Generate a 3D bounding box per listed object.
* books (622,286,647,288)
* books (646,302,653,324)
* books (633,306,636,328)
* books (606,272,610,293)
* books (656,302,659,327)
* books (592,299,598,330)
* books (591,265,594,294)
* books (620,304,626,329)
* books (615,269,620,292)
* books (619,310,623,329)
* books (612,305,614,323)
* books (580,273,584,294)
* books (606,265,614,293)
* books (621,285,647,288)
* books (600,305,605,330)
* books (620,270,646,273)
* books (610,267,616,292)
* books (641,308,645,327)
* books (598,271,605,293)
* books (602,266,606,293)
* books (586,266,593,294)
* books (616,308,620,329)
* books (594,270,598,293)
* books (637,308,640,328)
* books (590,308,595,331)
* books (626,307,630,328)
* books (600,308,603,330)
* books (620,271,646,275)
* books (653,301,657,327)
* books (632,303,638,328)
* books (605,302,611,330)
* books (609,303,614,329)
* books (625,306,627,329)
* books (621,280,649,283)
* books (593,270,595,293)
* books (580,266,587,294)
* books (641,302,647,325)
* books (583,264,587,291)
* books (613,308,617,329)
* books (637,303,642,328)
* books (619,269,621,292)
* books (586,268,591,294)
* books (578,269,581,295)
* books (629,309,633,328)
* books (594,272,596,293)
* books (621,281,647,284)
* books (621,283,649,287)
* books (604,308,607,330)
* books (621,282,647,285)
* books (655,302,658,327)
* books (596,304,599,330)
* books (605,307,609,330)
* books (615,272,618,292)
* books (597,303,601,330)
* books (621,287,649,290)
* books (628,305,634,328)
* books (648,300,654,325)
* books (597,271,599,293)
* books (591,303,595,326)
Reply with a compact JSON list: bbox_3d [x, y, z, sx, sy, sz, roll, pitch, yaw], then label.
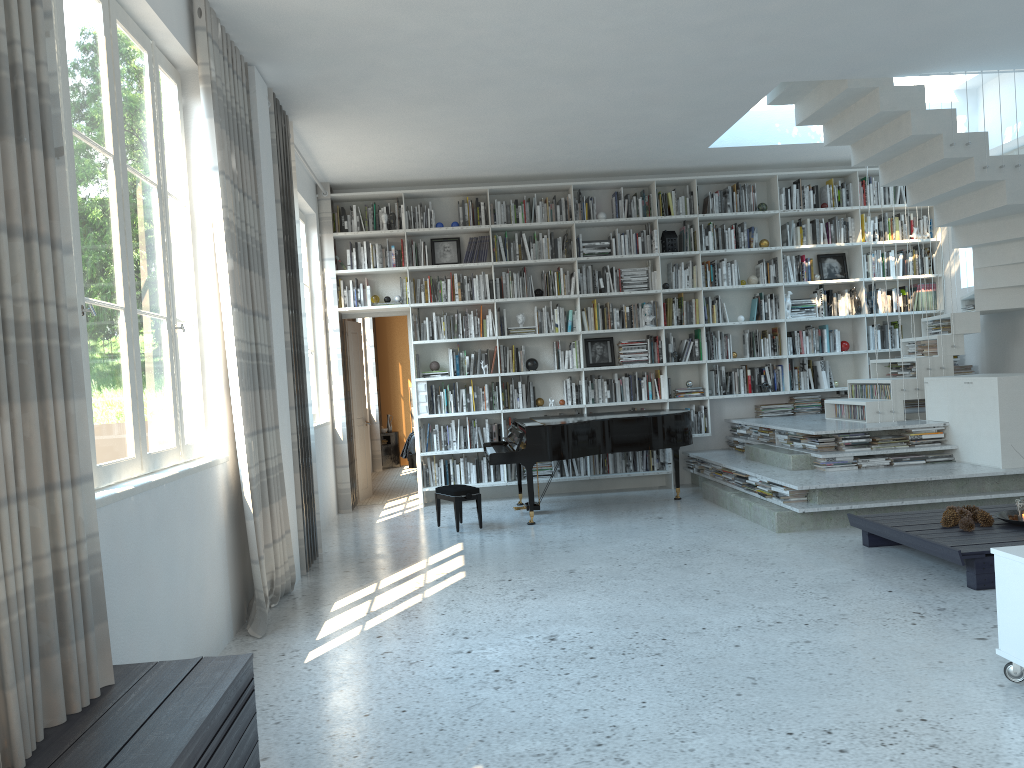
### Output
[{"bbox_3d":[1.247,-0.987,9.102,0.254,0.012,0.161,-4,0,-4],"label":"books"},{"bbox_3d":[1.412,-0.704,9.112,0.025,0.260,0.130,-4,1,-4],"label":"books"},{"bbox_3d":[1.236,-0.678,9.112,0.025,0.230,0.143,-4,1,-4],"label":"books"},{"bbox_3d":[0.970,-1.023,9.072,0.024,0.216,0.148,-4,1,-4],"label":"books"},{"bbox_3d":[1.487,-0.711,9.130,0.023,0.265,0.107,-4,1,-4],"label":"books"},{"bbox_3d":[0.845,-0.696,9.044,0.014,0.317,0.188,-4,1,-4],"label":"books"},{"bbox_3d":[0.813,-1.055,9.060,0.011,0.300,0.179,-4,1,-4],"label":"books"},{"bbox_3d":[1.138,-0.686,9.092,0.014,0.258,0.161,-4,1,-4],"label":"books"},{"bbox_3d":[1.074,-1.044,9.074,0.015,0.245,0.183,-4,1,-4],"label":"books"},{"bbox_3d":[1.107,-0.654,9.100,0.050,0.199,0.145,-4,1,-4],"label":"books"},{"bbox_3d":[1.021,-0.675,9.093,0.011,0.251,0.130,-4,1,-4],"label":"books"},{"bbox_3d":[0.701,-1.012,9.068,0.027,0.228,0.147,-4,1,-4],"label":"books"},{"bbox_3d":[0.995,-1.062,9.075,0.049,0.291,0.162,-4,1,-4],"label":"books"},{"bbox_3d":[1.247,-1.000,9.099,0.254,0.012,0.161,-4,0,-5],"label":"books"},{"bbox_3d":[0.923,-0.673,9.094,0.028,0.259,0.134,-4,1,-4],"label":"books"},{"bbox_3d":[1.237,-1.147,9.098,0.254,0.012,0.161,-4,0,-4],"label":"books"},{"bbox_3d":[1.032,-1.053,9.064,0.021,0.269,0.191,-4,1,-4],"label":"books"},{"bbox_3d":[1.337,-0.670,9.108,0.035,0.201,0.149,-4,1,-4],"label":"books"},{"bbox_3d":[0.903,-1.029,9.061,0.066,0.237,0.153,-4,1,-4],"label":"books"},{"bbox_3d":[0.945,-1.056,9.076,0.022,0.285,0.130,-4,1,-4],"label":"books"},{"bbox_3d":[0.792,-1.051,9.066,0.029,0.295,0.151,-4,1,-4],"label":"books"},{"bbox_3d":[1.068,-0.659,9.085,0.030,0.215,0.168,-4,1,-4],"label":"books"},{"bbox_3d":[0.851,-1.032,9.062,0.014,0.250,0.172,-4,1,-4],"label":"books"},{"bbox_3d":[1.285,-0.669,9.113,0.022,0.206,0.114,-4,1,-4],"label":"books"},{"bbox_3d":[0.813,-0.656,9.074,0.029,0.240,0.155,-4,1,-4],"label":"books"},{"bbox_3d":[1.171,-0.670,9.079,0.029,0.224,0.185,-4,1,-4],"label":"books"},{"bbox_3d":[0.899,-0.655,9.086,0.024,0.228,0.147,-4,1,-4],"label":"books"},{"bbox_3d":[1.238,-1.134,9.094,0.254,0.012,0.161,-4,0,-2],"label":"books"},{"bbox_3d":[1.456,-0.710,9.109,0.014,0.266,0.154,-4,1,-4],"label":"books"},{"bbox_3d":[1.262,-0.693,9.094,0.025,0.258,0.150,-4,1,-4],"label":"books"},{"bbox_3d":[0.982,-0.688,9.077,0.013,0.284,0.176,-4,1,-4],"label":"books"},{"bbox_3d":[1.003,-0.681,9.064,0.028,0.268,0.189,-4,1,-4],"label":"books"},{"bbox_3d":[1.151,-0.674,9.089,0.010,0.234,0.175,-4,1,-4],"label":"books"},{"bbox_3d":[1.243,-1.048,9.098,0.285,0.012,0.159,-4,0,-3],"label":"books"},{"bbox_3d":[0.825,-1.031,9.063,0.011,0.252,0.153,-4,1,-4],"label":"books"},{"bbox_3d":[0.727,-1.048,9.051,0.026,0.297,0.179,-4,1,-4],"label":"books"},{"bbox_3d":[1.359,-0.702,9.118,0.014,0.263,0.135,-4,1,-4],"label":"books"},{"bbox_3d":[0.745,-1.057,9.071,0.014,0.313,0.133,-4,1,-4],"label":"books"},{"bbox_3d":[1.041,-0.658,9.082,0.024,0.216,0.175,-4,1,-4],"label":"books"},{"bbox_3d":[1.306,-0.697,9.108,0.024,0.259,0.126,-4,1,-4],"label":"books"},{"bbox_3d":[1.089,-1.046,9.063,0.013,0.247,0.176,-4,1,-4],"label":"books"},{"bbox_3d":[0.768,-1.035,9.047,0.025,0.266,0.185,-4,1,-4],"label":"books"},{"bbox_3d":[0.675,-1.030,9.050,0.026,0.267,0.170,-4,1,-4],"label":"books"},{"bbox_3d":[1.200,-0.660,9.084,0.029,0.200,0.178,-4,1,-4],"label":"books"},{"bbox_3d":[0.837,-1.023,9.065,0.014,0.233,0.147,-4,1,-4],"label":"books"},{"bbox_3d":[1.244,-1.036,9.096,0.254,0.012,0.161,-4,0,-6],"label":"books"},{"bbox_3d":[1.246,-1.012,9.094,0.285,0.012,0.159,-4,0,-7],"label":"books"},{"bbox_3d":[0.946,-0.658,9.075,0.012,0.228,0.169,-4,1,-4],"label":"books"},{"bbox_3d":[1.245,-1.024,9.096,0.254,0.012,0.161,-4,0,-2],"label":"books"},{"bbox_3d":[1.469,-0.708,9.122,0.014,0.261,0.137,-4,1,-4],"label":"books"},{"bbox_3d":[0.861,-0.672,9.045,0.015,0.267,0.189,-4,1,-4],"label":"books"},{"bbox_3d":[0.963,-0.663,9.084,0.025,0.236,0.137,-4,1,-4],"label":"books"},{"bbox_3d":[1.055,-1.028,9.082,0.024,0.216,0.132,-4,1,-4],"label":"books"},{"bbox_3d":[0.882,-0.680,9.061,0.010,0.281,0.170,-4,1,-4],"label":"books"},{"bbox_3d":[1.248,-0.975,9.100,0.285,0.012,0.159,-4,0,-3],"label":"books"},{"bbox_3d":[1.220,-0.684,9.074,0.012,0.245,0.186,-4,1,-4],"label":"books"},{"bbox_3d":[1.435,-0.715,9.124,0.025,0.279,0.108,-4,1,-4],"label":"books"},{"bbox_3d":[0.864,-1.028,9.064,0.011,0.239,0.147,-4,1,-4],"label":"books"},{"bbox_3d":[0.831,-0.679,9.087,0.010,0.284,0.136,-4,1,-4],"label":"books"}]
